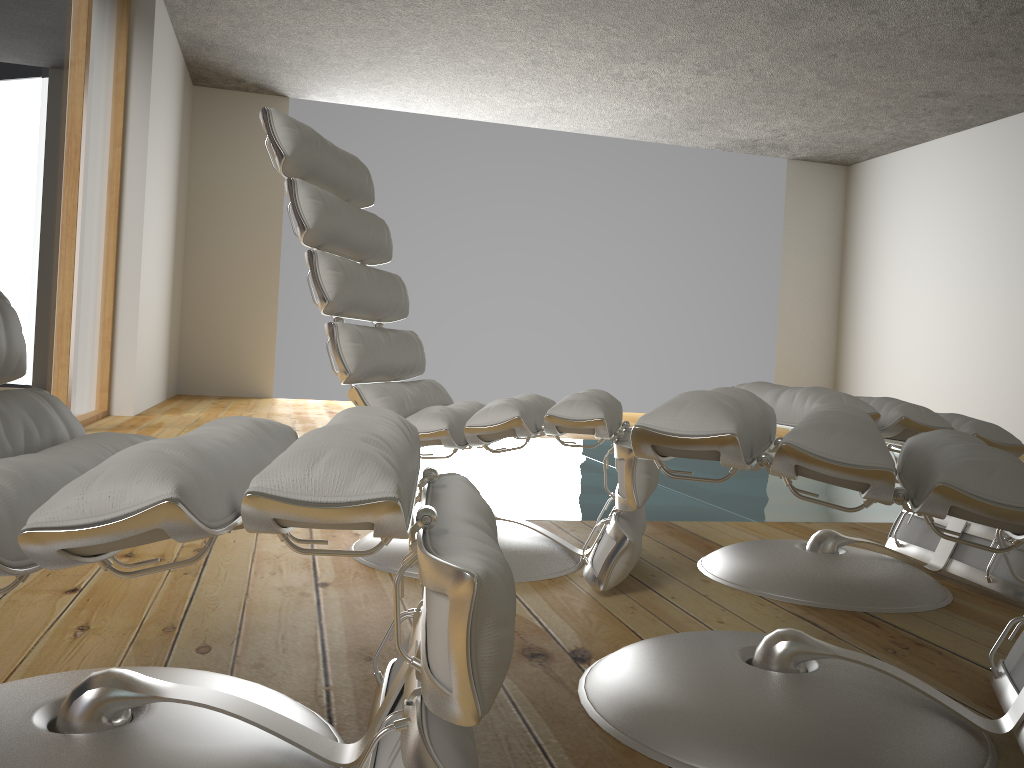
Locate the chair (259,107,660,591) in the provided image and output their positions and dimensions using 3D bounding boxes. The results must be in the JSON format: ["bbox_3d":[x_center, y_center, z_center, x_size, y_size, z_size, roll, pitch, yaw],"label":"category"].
[{"bbox_3d":[-0.099,-0.089,2.085,0.914,0.968,0.569,3,1,10],"label":"chair"}]

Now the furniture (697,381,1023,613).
[{"bbox_3d":[0.784,0.228,2.041,0.686,0.439,0.570,3,1,-8],"label":"furniture"}]

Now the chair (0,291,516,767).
[{"bbox_3d":[-0.447,-0.069,0.942,0.914,0.968,0.570,3,1,-5],"label":"chair"}]

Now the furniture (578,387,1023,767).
[{"bbox_3d":[0.443,0.237,1.217,0.686,0.439,0.569,4,1,21],"label":"furniture"}]
